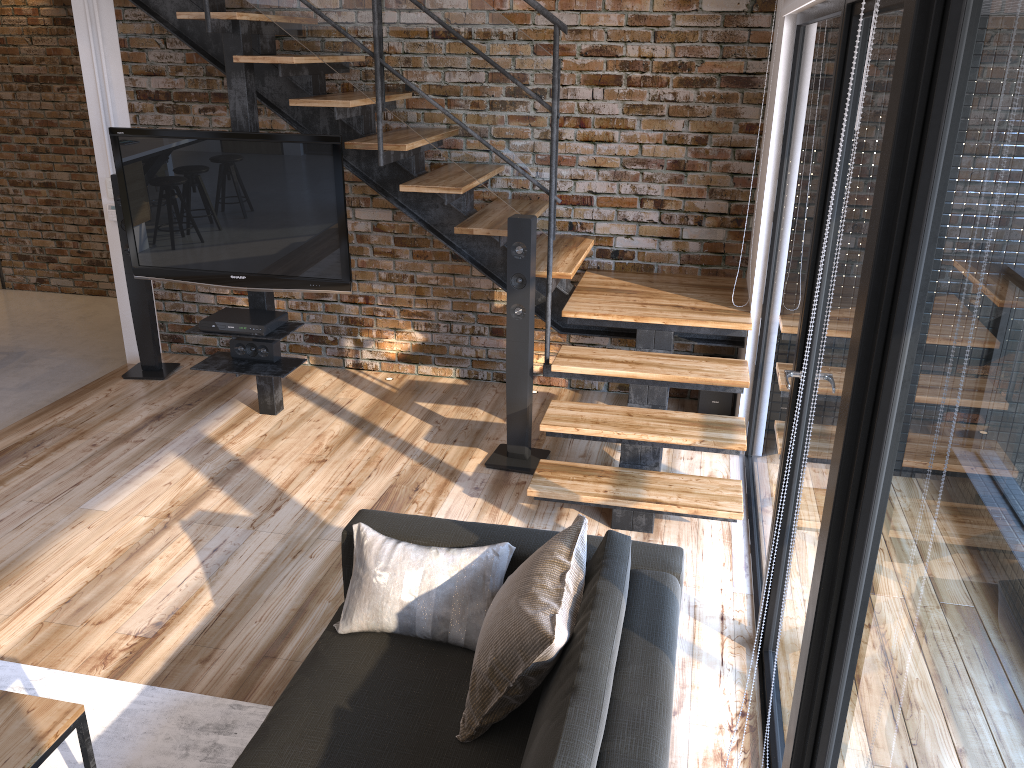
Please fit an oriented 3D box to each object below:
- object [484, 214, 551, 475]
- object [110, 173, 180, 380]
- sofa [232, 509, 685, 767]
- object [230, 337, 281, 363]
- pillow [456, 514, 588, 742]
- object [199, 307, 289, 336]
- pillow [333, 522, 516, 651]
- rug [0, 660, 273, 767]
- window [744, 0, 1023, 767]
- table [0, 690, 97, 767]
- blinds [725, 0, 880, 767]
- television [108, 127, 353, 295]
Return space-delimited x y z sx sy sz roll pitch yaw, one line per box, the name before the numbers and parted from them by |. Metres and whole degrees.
object | 0.038 -0.182 4.166 0.271 1.212 0.269 7 22 16
object | -2.223 -0.634 5.272 0.271 1.212 0.269 2 21 2
sofa | -1.287 1.064 1.541 2.998 0.704 3.029 5 21 11
object | -1.353 -0.184 4.678 0.247 0.112 0.088 5 22 11
pillow | 0.046 0.597 2.260 0.265 0.384 0.606 5 21 11
object | -1.374 -0.318 4.544 0.360 0.058 0.273 5 21 11
pillow | -0.252 0.578 2.486 0.498 0.267 0.211 5 22 12
rug | -1.823 1.193 2.166 2.112 0.003 1.629 5 21 11
window | -1.010 -1.389 1.692 5.662 5.596 13.331 5 21 11
table | -1.783 1.030 2.099 1.298 0.352 0.694 5 21 11
blinds | 0.540 0.190 1.708 0.095 2.054 5.342 5 21 11
television | -1.366 -0.851 4.393 1.206 0.787 0.135 5 22 11
